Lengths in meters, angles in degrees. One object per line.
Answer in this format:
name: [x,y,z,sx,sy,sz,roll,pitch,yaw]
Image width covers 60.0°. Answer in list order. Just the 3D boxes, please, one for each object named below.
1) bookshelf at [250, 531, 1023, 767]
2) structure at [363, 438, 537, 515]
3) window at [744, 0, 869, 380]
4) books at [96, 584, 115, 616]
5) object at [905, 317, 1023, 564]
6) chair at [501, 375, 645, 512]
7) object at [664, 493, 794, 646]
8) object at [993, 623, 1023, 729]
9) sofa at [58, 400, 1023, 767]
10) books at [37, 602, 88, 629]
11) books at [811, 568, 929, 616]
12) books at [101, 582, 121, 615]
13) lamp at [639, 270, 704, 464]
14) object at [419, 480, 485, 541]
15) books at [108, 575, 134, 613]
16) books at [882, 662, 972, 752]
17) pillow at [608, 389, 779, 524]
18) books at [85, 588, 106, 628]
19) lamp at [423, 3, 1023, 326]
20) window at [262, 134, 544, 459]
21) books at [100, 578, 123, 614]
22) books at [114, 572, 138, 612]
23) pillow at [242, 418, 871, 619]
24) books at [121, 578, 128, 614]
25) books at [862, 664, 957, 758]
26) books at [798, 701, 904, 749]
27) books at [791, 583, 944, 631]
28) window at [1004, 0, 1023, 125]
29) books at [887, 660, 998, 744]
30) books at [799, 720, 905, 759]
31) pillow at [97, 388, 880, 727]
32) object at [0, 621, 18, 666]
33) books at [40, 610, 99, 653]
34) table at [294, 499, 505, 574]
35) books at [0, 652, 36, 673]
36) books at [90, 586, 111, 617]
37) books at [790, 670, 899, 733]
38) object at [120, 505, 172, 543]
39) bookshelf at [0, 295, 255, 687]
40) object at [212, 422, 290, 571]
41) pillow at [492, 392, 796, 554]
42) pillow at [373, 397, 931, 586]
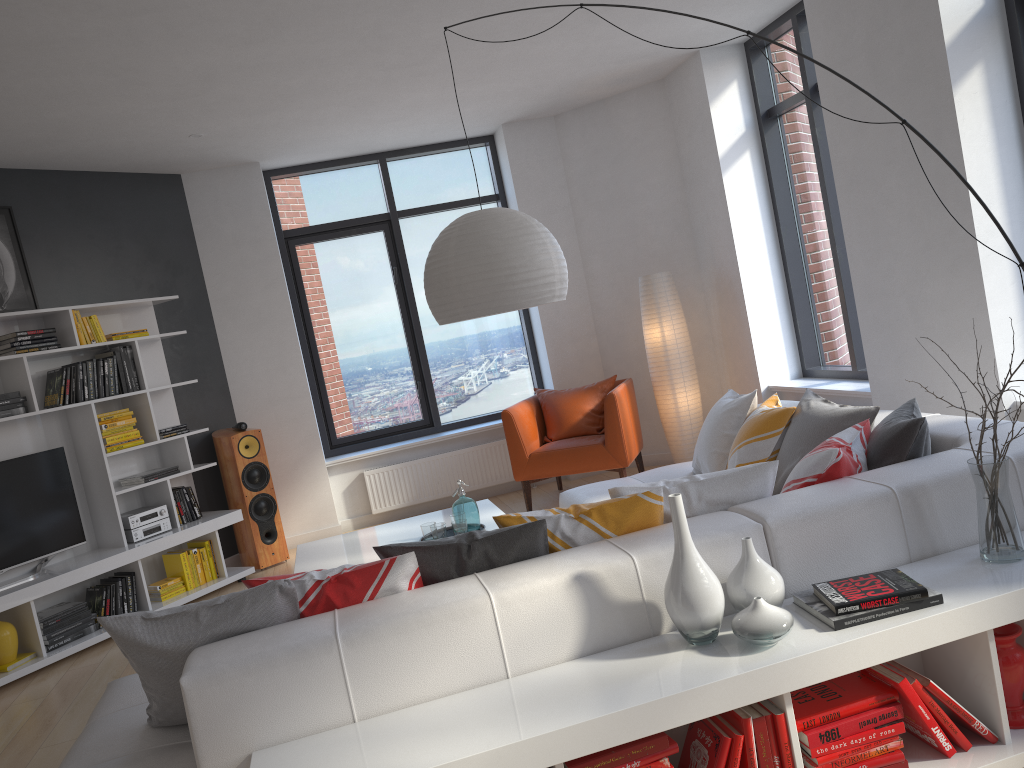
bookshelf: [0.680,0.902,2.328,2.600,0.500,0.356,-12,4,-12]
structure: [-0.462,0.779,7.349,1.474,0.460,0.110,-12,4,-12]
window: [2.082,-1.219,5.694,0.170,2.402,1.310,-12,4,-12]
books: [-2.531,1.369,5.520,0.169,0.233,0.081,-9,5,32]
object: [1.350,0.122,2.429,0.406,0.744,0.607,-9,5,28]
chair: [0.518,0.424,6.700,0.896,0.858,0.843,-10,4,20]
object: [0.547,0.468,2.346,0.316,0.398,0.319,-11,4,12]
object: [1.358,0.798,2.442,0.125,0.258,0.125,-14,5,-34]
sofa: [0.095,0.798,3.718,3.424,0.732,2.614,-12,4,-12]
books: [-2.748,1.383,5.301,0.250,0.047,0.310,-9,5,29]
books: [0.944,0.550,2.352,0.238,0.027,0.188,-11,4,2]
books: [-2.503,1.359,5.542,0.172,0.242,0.069,-9,5,34]
lamp: [1.364,-0.090,6.581,0.804,1.550,0.502,-8,5,39]
object: [-0.316,0.616,4.349,0.330,0.265,0.330,-11,4,12]
books: [-2.479,1.342,5.628,0.191,0.249,0.084,-9,5,33]
books: [1.109,0.865,2.402,0.148,0.232,0.171,-12,4,-10]
pillow: [0.828,0.362,3.837,0.580,0.456,2.156,-10,4,14]
books: [-2.573,1.381,5.471,0.182,0.234,0.104,-9,5,33]
lamp: [1.178,-0.364,3.222,3.199,2.647,0.710,-10,5,24]
window: [-0.872,-0.759,7.550,1.960,2.402,0.170,-12,4,-12]
books: [-2.514,1.351,5.575,0.192,0.254,0.075,-9,5,32]
books: [-2.463,1.332,5.656,0.197,0.260,0.066,-9,5,33]
pillow: [0.307,0.565,2.918,2.250,0.449,0.575,-12,4,-14]
books: [-2.494,1.352,5.594,0.179,0.243,0.068,-9,5,32]
books: [1.061,0.866,2.398,0.134,0.248,0.192,-12,4,-12]
books: [0.861,0.878,2.379,0.279,0.039,0.206,-12,4,-13]
books: [0.944,0.575,2.378,0.300,0.026,0.245,-12,4,-7]
window: [2.570,-1.150,3.447,0.170,2.402,1.310,-12,4,-12]
books: [1.164,0.860,2.413,0.186,0.223,0.188,-12,4,-11]
books: [0.874,0.910,2.366,0.261,0.027,0.191,-12,4,-8]
pillow: [0.138,0.546,3.220,2.953,0.453,0.647,-13,5,-24]
object: [-2.875,1.436,4.971,0.185,0.257,0.185,-11,4,11]
books: [-2.708,1.469,5.301,0.277,0.137,0.343,-9,5,28]
table: [-0.504,1.002,4.478,1.091,0.435,1.091,-12,4,-12]
books: [-2.868,1.578,5.007,0.270,0.029,0.204,-10,4,18]
books: [-2.559,1.377,5.502,0.187,0.234,0.096,-9,5,34]
books: [0.843,0.844,2.399,0.301,0.032,0.227,-12,4,-12]
object: [-2.466,0.929,5.871,0.270,0.174,0.285,-9,5,33]
bookshelf: [-2.984,0.645,5.065,0.455,2.052,3.000,-9,5,33]
object: [-1.966,0.820,6.574,0.290,1.088,0.434,-15,6,-42]
pillow: [0.695,0.429,3.555,0.630,0.440,2.095,-8,5,35]
pillow: [0.613,0.471,2.990,2.120,0.436,0.608,-13,4,-16]
